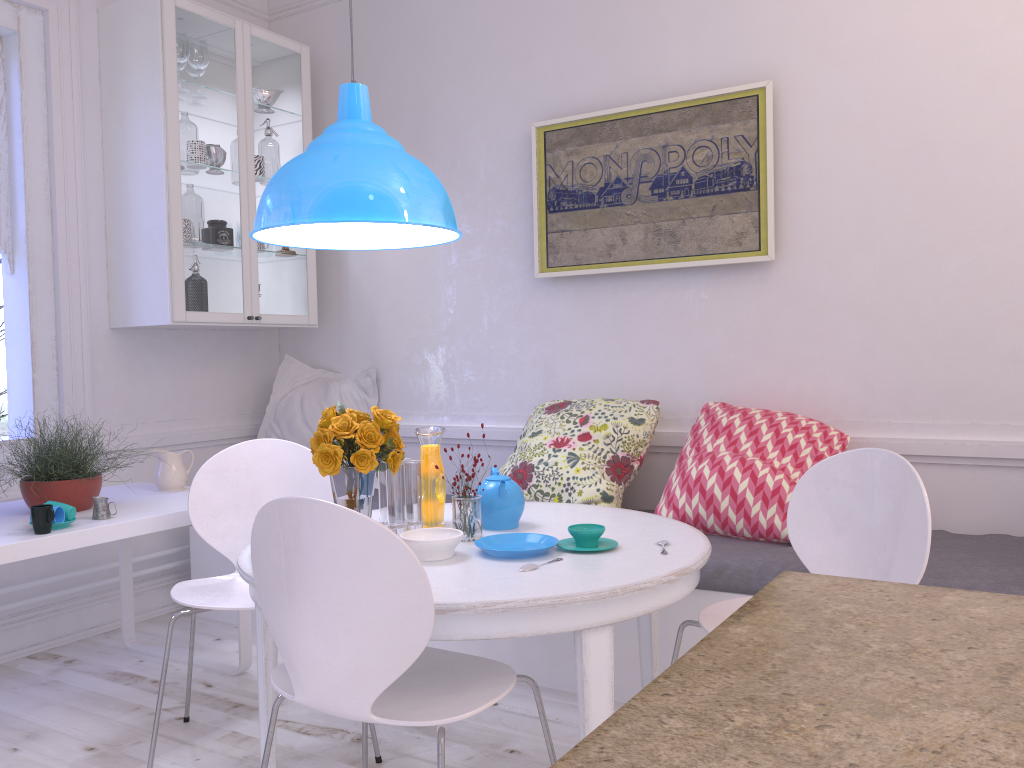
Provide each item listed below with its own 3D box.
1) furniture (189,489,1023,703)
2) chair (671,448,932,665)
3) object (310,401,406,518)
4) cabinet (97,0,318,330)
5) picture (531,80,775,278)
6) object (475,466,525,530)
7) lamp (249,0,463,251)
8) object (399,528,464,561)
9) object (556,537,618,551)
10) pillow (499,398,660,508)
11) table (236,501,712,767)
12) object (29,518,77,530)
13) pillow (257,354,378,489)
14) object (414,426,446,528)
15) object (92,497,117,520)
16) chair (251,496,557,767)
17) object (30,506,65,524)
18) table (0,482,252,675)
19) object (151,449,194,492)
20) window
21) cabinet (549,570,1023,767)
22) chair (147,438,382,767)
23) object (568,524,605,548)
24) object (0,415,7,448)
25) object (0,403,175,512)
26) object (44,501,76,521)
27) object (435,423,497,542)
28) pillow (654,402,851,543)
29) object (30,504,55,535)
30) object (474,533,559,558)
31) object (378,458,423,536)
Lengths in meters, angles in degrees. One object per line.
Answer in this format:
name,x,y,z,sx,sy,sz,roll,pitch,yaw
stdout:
furniture,0.194,0.722,3.217,3.296,0.508,0.769,0,2,32
chair,0.661,0.582,2.026,0.483,0.845,0.604,-2,2,-23
object,-0.380,0.217,2.187,0.235,0.351,0.234,-1,2,-4
cabinet,-1.294,-0.905,3.908,0.425,1.311,0.823,0,2,32
picture,0.504,-0.748,3.372,0.971,0.629,0.020,0,2,32
object,-0.037,0.303,2.364,0.150,0.151,0.156,0,2,35
lamp,-0.439,-1.368,2.369,0.568,1.948,0.568,-2,2,-24
object,-0.183,0.367,2.025,0.147,0.052,0.147,-2,2,-16
object,0.175,0.378,2.079,0.147,0.011,0.147,0,2,34
pillow,0.236,0.282,3.348,0.592,0.447,0.509,0,2,36
table,-0.082,0.700,2.213,1.140,0.629,1.140,-2,2,-30
object,-1.317,0.402,2.547,0.121,0.021,0.121,-2,2,-18
pillow,-0.929,0.176,4.187,0.677,0.642,0.374,-1,2,2
object,-0.216,0.249,2.390,0.094,0.267,0.116,-2,2,-32
object,-1.236,0.372,2.681,0.052,0.067,0.066,0,2,32
chair,-0.236,0.611,1.778,0.604,0.845,0.483,0,2,32
object,-1.323,0.376,2.531,0.080,0.058,0.069,-1,2,4
table,-1.544,0.724,2.661,0.736,0.619,1.514,0,2,32
object,-1.249,0.312,3.254,0.115,0.152,0.127,-1,2,14
window,-2.223,-0.551,3.040,0.181,1.782,1.234,0,2,32
cabinet,0.634,0.636,0.400,1.167,0.842,0.654,0,2,32
chair,-0.705,0.597,2.529,0.604,0.845,0.483,-2,2,-13
object,0.175,0.357,2.078,0.088,0.043,0.088,0,2,39
object,-1.719,0.156,2.613,0.368,0.527,0.438,0,2,32
object,-1.448,0.239,2.870,0.668,0.367,0.531,-3,2,-34
object,-1.315,0.369,2.568,0.082,0.059,0.069,-1,2,9
object,-0.102,0.242,2.206,0.128,0.287,0.128,0,2,33
pillow,0.818,0.285,2.987,0.587,0.424,0.491,0,2,34
object,-1.300,0.376,2.455,0.055,0.077,0.070,-3,2,-33
object,0.011,0.376,2.054,0.196,0.023,0.196,-1,2,19
object,-0.292,0.294,2.314,0.101,0.186,0.122,-2,2,-28
